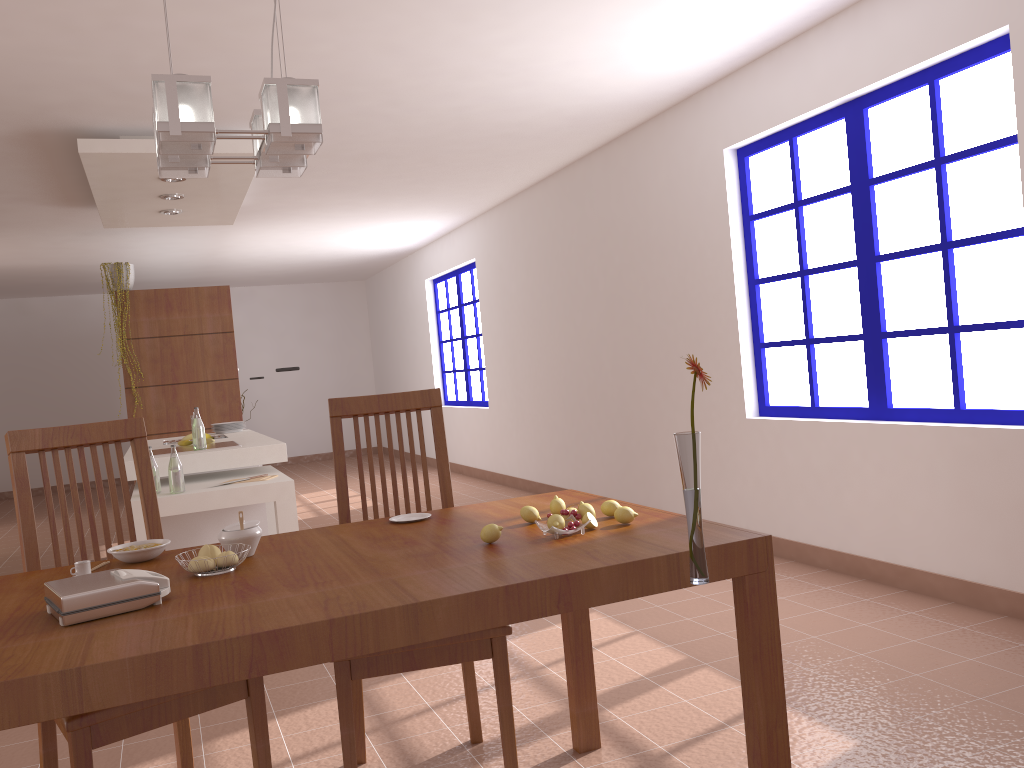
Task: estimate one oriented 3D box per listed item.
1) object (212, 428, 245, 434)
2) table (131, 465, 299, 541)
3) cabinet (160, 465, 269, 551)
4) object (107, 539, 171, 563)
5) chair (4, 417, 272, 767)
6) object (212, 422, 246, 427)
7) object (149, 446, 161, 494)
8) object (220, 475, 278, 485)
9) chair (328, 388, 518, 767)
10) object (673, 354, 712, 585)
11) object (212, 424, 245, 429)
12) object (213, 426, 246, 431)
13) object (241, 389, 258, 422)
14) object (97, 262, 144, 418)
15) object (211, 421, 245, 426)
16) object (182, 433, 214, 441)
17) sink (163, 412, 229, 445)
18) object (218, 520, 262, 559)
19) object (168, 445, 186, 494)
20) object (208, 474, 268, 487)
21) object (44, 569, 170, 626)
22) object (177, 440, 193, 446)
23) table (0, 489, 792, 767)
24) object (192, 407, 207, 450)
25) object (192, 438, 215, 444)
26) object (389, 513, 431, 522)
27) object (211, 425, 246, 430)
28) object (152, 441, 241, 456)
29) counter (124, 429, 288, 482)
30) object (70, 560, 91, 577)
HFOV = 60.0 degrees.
[{"bbox_3d":[-2.092,0.347,6.554,0.228,0.020,0.228,-6,2,-40],"label":"object"},{"bbox_3d":[-1.559,0.831,4.661,0.737,0.647,1.003,-6,1,-22],"label":"table"},{"bbox_3d":[-1.929,0.817,5.588,0.737,0.700,2.048,-6,1,-22],"label":"cabinet"},{"bbox_3d":[-0.859,0.390,2.049,0.136,0.036,0.136,-5,1,26],"label":"object"},{"bbox_3d":[-0.923,0.622,2.142,0.444,1.063,0.574,-6,2,-41],"label":"chair"},{"bbox_3d":[-2.095,0.306,6.553,0.228,0.020,0.228,-6,2,-40],"label":"object"},{"bbox_3d":[-1.738,0.416,4.275,0.071,0.230,0.071,-6,2,-40],"label":"object"},{"bbox_3d":[-1.334,0.487,4.503,0.266,0.006,0.168,-5,1,-5],"label":"object"},{"bbox_3d":[-0.278,0.557,2.398,0.444,1.063,0.574,-6,1,-12],"label":"chair"},{"bbox_3d":[0.295,0.134,1.392,0.050,0.365,0.085,-6,1,-24],"label":"object"},{"bbox_3d":[-2.094,0.317,6.554,0.228,0.020,0.228,-6,2,-40],"label":"object"},{"bbox_3d":[-2.093,0.337,6.554,0.228,0.020,0.228,-6,2,-40],"label":"object"},{"bbox_3d":[-3.629,0.623,11.762,0.655,1.112,0.284,-5,1,-2],"label":"object"},{"bbox_3d":[-3.194,-0.325,7.286,0.279,1.344,0.297,-5,1,28],"label":"object"},{"bbox_3d":[-2.096,0.296,6.553,0.228,0.020,0.228,-6,2,-40],"label":"object"},{"bbox_3d":[-1.908,0.323,5.407,0.207,0.055,0.047,-7,2,-45],"label":"object"},{"bbox_3d":[-2.152,0.370,6.019,0.404,0.368,0.668,-6,1,-22],"label":"sink"},{"bbox_3d":[-0.608,0.347,1.987,0.096,0.079,0.096,-6,1,-26],"label":"object"},{"bbox_3d":[-1.603,0.405,4.224,0.071,0.230,0.071,-6,2,-40],"label":"object"},{"bbox_3d":[-1.372,0.485,4.460,0.041,0.008,0.375,-4,2,35],"label":"object"},{"bbox_3d":[-0.733,0.375,1.623,0.195,0.062,0.176,-6,2,-37],"label":"object"},{"bbox_3d":[-1.985,0.358,5.380,0.060,0.033,0.207,-6,2,-42],"label":"object"},{"bbox_3d":[-0.462,0.749,1.810,1.800,0.740,0.900,-6,1,-22],"label":"table"},{"bbox_3d":[-1.712,0.241,4.837,0.071,0.230,0.071,-6,2,-40],"label":"object"},{"bbox_3d":[-1.879,0.348,5.393,0.207,0.033,0.060,-5,1,23],"label":"object"},{"bbox_3d":[-0.261,0.344,2.274,0.108,0.008,0.108,-4,2,33],"label":"object"},{"bbox_3d":[-2.093,0.327,6.554,0.228,0.020,0.228,-6,2,-40],"label":"object"},{"bbox_3d":[-1.808,0.365,5.020,0.493,0.006,0.551,-6,1,-22],"label":"object"},{"bbox_3d":[-1.958,0.768,5.638,0.821,0.800,2.156,-6,1,-22],"label":"counter"},{"bbox_3d":[-0.914,0.398,1.891,0.065,0.037,0.065,-5,1,-8],"label":"object"}]
